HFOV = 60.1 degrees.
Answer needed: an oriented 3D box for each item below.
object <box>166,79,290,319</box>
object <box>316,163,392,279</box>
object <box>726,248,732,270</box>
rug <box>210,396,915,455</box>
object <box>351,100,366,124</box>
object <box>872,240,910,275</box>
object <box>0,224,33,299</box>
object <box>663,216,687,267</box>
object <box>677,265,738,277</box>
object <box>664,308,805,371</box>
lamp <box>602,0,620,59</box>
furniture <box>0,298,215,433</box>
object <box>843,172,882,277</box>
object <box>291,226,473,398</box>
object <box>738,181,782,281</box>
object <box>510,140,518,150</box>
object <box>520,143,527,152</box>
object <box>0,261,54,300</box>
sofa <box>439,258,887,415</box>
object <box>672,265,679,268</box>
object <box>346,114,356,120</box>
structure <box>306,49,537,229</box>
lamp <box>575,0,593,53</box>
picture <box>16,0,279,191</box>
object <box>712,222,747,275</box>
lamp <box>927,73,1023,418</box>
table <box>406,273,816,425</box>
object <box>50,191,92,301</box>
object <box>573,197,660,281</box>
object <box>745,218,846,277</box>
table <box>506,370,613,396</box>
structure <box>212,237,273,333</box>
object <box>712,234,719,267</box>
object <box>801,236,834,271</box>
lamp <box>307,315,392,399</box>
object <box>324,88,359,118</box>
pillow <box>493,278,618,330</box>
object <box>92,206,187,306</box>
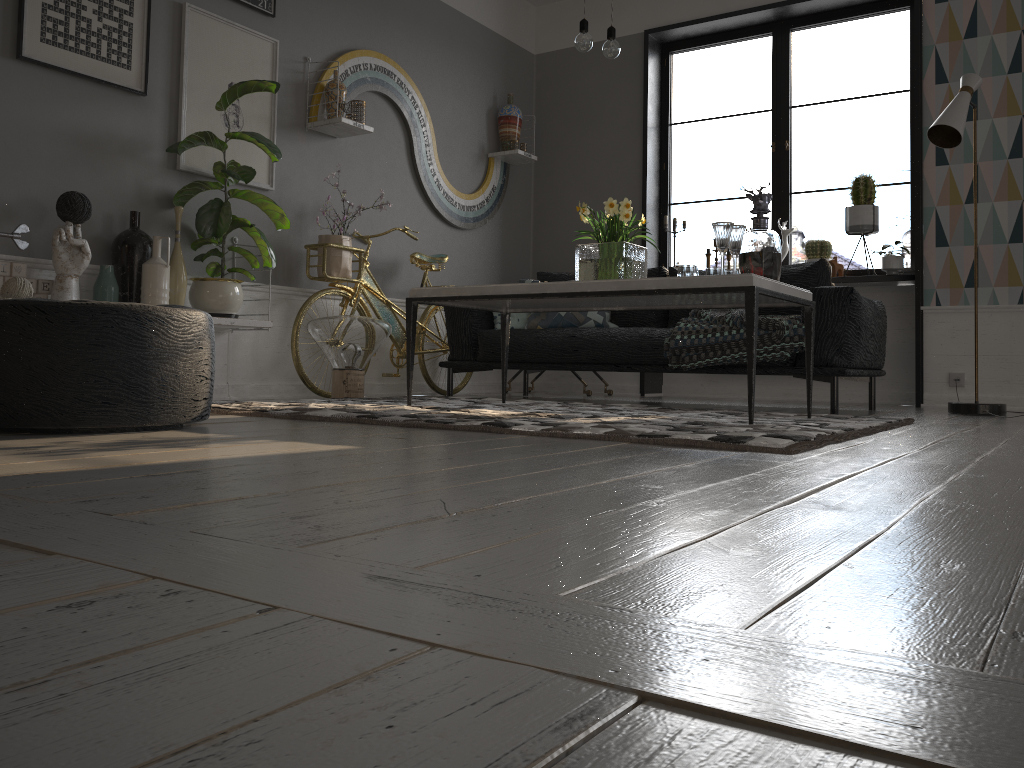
[{"bbox_3d":[-1.335,-0.881,4.185,0.566,1.153,0.415,2,-2,-17],"label":"object"},{"bbox_3d":[-0.854,-0.883,4.890,0.487,0.643,0.253,2,-2,-39],"label":"object"},{"bbox_3d":[1.493,-0.844,6.089,0.075,0.301,0.075,2,-3,-26],"label":"object"},{"bbox_3d":[0.089,0.113,3.508,2.527,0.034,1.767,2,1,33],"label":"rug"},{"bbox_3d":[-0.859,-1.505,4.941,0.086,0.140,0.085,0,-2,26],"label":"object"},{"bbox_3d":[2.314,-0.767,5.395,0.171,0.204,0.246,0,-1,36],"label":"object"},{"bbox_3d":[-2.017,-0.515,3.202,0.238,0.441,0.545,0,-1,33],"label":"object"},{"bbox_3d":[1.136,-0.948,6.268,0.145,0.491,0.162,2,-3,-21],"label":"object"},{"bbox_3d":[0.770,-0.410,3.463,0.246,0.087,0.279,1,1,11],"label":"object"},{"bbox_3d":[1.117,-0.236,4.315,0.666,0.330,0.489,1,0,28],"label":"object"},{"bbox_3d":[0.395,-2.097,3.023,0.074,1.540,1.393,1,-1,2],"label":"lamp"},{"bbox_3d":[-1.244,-0.059,2.552,0.735,0.357,0.734,1,0,20],"label":"furniture"},{"bbox_3d":[2.188,-1.005,5.522,0.235,0.672,0.228,1,-2,4],"label":"object"},{"bbox_3d":[-0.661,-0.407,5.215,0.426,0.972,1.623,0,0,25],"label":"object"},{"bbox_3d":[0.965,-0.576,3.431,0.155,0.418,0.148,3,-3,-37],"label":"object"},{"bbox_3d":[0.016,-1.686,6.275,0.060,0.079,0.060,1,-1,22],"label":"object"},{"bbox_3d":[0.082,-1.685,6.312,0.050,0.058,0.050,1,-1,23],"label":"object"},{"bbox_3d":[-1.954,-0.390,3.495,0.078,0.174,0.264,-1,-1,39],"label":"object"},{"bbox_3d":[0.772,-0.278,4.892,2.341,0.800,0.968,2,0,33],"label":"sofa"},{"bbox_3d":[1.176,-0.780,6.327,0.084,0.152,0.084,0,-2,37],"label":"object"},{"bbox_3d":[-0.911,-1.479,5.002,0.062,0.082,0.062,1,-1,9],"label":"object"},{"bbox_3d":[-0.474,-1.534,5.640,0.267,0.957,2.019,-1,-1,33],"label":"structure"},{"bbox_3d":[0.276,-2.098,2.952,0.074,1.540,1.393,1,-1,2],"label":"lamp"},{"bbox_3d":[-1.576,-1.473,0.538,4.039,1.799,7.282,1,1,33],"label":"picture"},{"bbox_3d":[0.804,-0.478,3.280,0.082,0.227,0.167,-1,-3,45],"label":"object"},{"bbox_3d":[2.546,-0.701,4.520,0.680,1.707,1.244,0,-2,32],"label":"lamp"},{"bbox_3d":[0.368,-0.123,3.526,1.456,0.512,0.731,2,0,33],"label":"table"},{"bbox_3d":[-1.787,-0.543,3.581,0.136,0.484,0.154,0,-3,33],"label":"object"},{"bbox_3d":[0.395,-0.555,3.565,0.352,0.352,0.324,1,-1,36],"label":"object"},{"bbox_3d":[1.839,-0.881,5.812,0.662,0.411,0.134,1,-2,34],"label":"object"},{"bbox_3d":[0.330,-0.266,6.333,0.742,0.681,0.338,1,-2,33],"label":"table"},{"bbox_3d":[-2.032,-0.488,3.232,0.308,0.487,2.772,0,0,33],"label":"structure"},{"bbox_3d":[1.407,-0.883,6.087,0.123,0.376,0.123,-1,-3,38],"label":"object"},{"bbox_3d":[1.995,-0.820,5.762,0.234,0.284,0.213,1,-1,7],"label":"object"},{"bbox_3d":[-0.842,-0.134,4.562,0.432,0.439,0.432,2,-1,-26],"label":"lamp"},{"bbox_3d":[-0.927,-1.514,4.811,0.197,0.166,0.060,1,-2,-23],"label":"object"},{"bbox_3d":[0.227,-0.474,5.197,0.798,0.363,0.442,1,0,15],"label":"pillow"},{"bbox_3d":[-1.601,-0.548,3.836,0.331,0.490,0.285,1,-2,-6],"label":"object"}]
